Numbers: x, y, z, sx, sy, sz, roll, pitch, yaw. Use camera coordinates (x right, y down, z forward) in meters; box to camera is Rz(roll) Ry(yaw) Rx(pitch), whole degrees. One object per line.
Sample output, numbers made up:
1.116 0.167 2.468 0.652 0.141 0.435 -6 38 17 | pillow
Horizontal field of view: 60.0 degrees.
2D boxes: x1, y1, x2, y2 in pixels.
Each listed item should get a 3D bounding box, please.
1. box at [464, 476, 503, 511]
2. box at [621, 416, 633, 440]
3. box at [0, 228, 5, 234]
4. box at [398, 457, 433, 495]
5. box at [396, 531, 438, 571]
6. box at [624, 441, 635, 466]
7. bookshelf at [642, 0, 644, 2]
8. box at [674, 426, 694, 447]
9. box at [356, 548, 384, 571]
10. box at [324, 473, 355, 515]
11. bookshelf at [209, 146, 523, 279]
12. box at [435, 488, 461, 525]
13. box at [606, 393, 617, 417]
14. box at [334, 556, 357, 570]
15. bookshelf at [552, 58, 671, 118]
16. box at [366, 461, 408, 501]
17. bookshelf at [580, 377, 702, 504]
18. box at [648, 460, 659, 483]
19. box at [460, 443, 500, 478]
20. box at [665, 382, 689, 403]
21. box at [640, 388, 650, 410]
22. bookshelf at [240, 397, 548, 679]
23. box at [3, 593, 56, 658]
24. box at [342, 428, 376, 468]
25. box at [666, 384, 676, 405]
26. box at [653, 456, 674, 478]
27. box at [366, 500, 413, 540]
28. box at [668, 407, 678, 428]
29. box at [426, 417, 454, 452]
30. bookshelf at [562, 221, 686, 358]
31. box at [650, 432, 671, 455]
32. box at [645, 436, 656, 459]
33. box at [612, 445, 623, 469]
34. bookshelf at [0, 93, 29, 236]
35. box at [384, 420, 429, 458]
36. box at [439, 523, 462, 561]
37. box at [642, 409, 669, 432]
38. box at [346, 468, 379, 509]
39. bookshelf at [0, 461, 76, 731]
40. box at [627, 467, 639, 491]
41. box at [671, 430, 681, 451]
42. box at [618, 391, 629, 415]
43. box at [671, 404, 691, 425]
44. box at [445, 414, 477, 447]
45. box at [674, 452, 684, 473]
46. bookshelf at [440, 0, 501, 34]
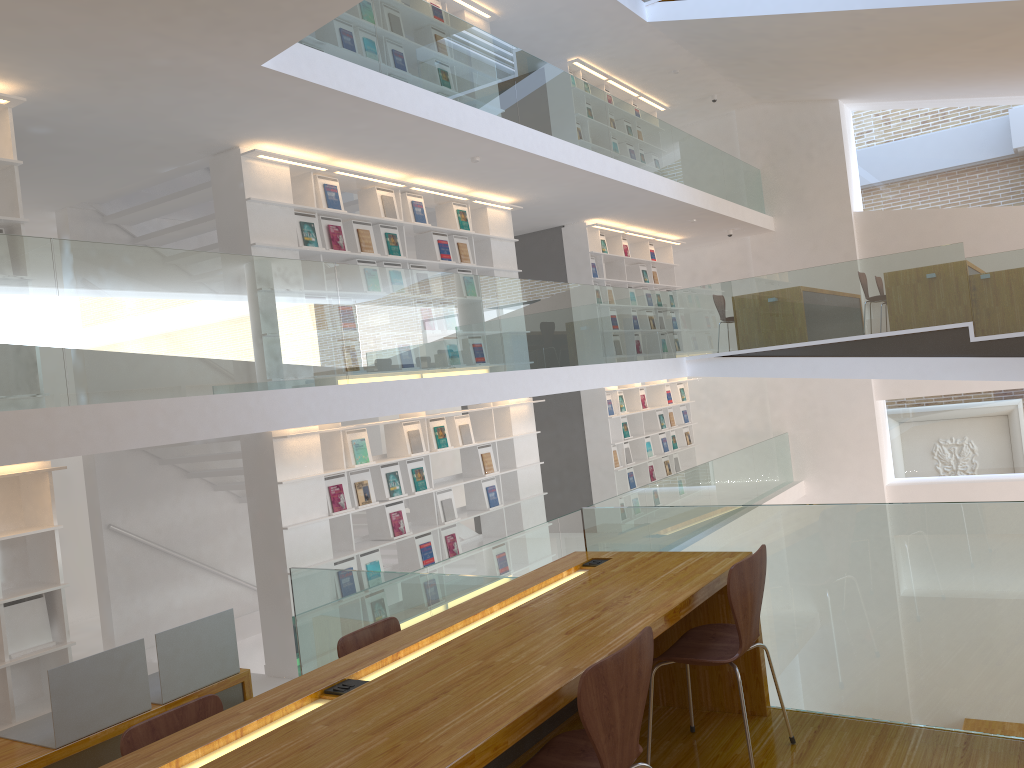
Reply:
-0.280 1.077 8.723 0.274 0.296 0.245 -7 0 32 | box
1.384 0.571 11.544 0.274 0.296 0.245 -7 0 32 | box
-2.980 -0.717 4.943 0.274 0.296 0.245 -7 0 32 | box
-0.897 0.810 7.806 0.274 0.296 0.245 -7 0 32 | box
-0.825 1.463 7.797 0.274 0.296 0.245 -7 0 32 | box
1.410 0.903 11.522 0.274 0.296 0.245 -7 0 32 | box
1.266 -5.222 12.311 0.498 1.836 2.984 -7 0 32 | bookshelf
2.548 0.786 13.327 0.274 0.296 0.245 -7 0 32 | box
-1.199 1.502 7.203 0.274 0.296 0.245 -7 0 32 | box
-1.433 0.864 6.955 0.274 0.296 0.245 -7 0 32 | box
-0.971 -0.909 8.006 0.498 1.836 3.666 -7 0 32 | bookshelf
-0.666 1.116 8.111 0.274 0.296 0.245 -7 0 32 | box
1.136 0.274 11.211 0.274 0.296 0.245 -7 0 32 | box
-1.357 1.518 6.953 0.274 0.296 0.245 -7 0 32 | box
1.495 -3.220 12.296 0.498 1.836 2.984 -7 0 32 | bookshelf
-1.082 0.822 7.514 0.274 0.296 0.245 -7 0 32 | box
1.962 0.861 12.266 0.498 1.836 2.984 -7 0 32 | bookshelf
1.812 1.193 12.098 0.274 0.296 0.245 -7 0 32 | box
-0.318 0.750 8.724 0.274 0.296 0.245 -7 0 32 | box
2.466 0.134 13.321 0.274 0.296 0.245 -7 0 32 | box
1.698 0.212 12.097 0.274 0.296 0.245 -7 0 32 | box
-0.779 1.143 8.018 0.397 1.836 3.666 -7 0 32 | bookshelf
-2.746 1.330 4.928 0.274 0.296 0.245 -7 0 32 | box
-1.309 0.521 7.214 0.274 0.296 0.245 -7 0 32 | box
2.186 0.164 12.877 0.274 0.296 0.245 -7 0 32 | box
2.113 1.162 12.576 0.274 0.296 0.245 -7 0 32 | box
-1.041 1.148 7.516 0.274 0.296 0.245 -7 0 32 | box
2.224 0.489 12.875 0.274 0.296 0.245 -7 0 32 | box
-0.732 0.462 8.129 0.274 0.296 0.245 -7 0 32 | box
1.727 -1.187 12.281 0.498 1.836 2.984 -7 0 32 | bookshelf
2.068 0.836 12.567 0.274 0.296 0.245 -7 0 32 | box
1.782 0.865 12.112 0.274 0.296 0.245 -7 0 32 | box
1.210 0.924 11.205 0.274 0.296 0.245 -7 0 32 | box
-3.612 -0.638 3.808 0.498 1.836 2.984 -7 0 32 | bookshelf
-0.931 0.483 7.814 0.274 0.296 0.245 -7 0 32 | box
-0.625 1.443 8.114 0.274 0.296 0.245 -7 0 32 | box
2.031 0.510 12.569 0.274 0.296 0.245 -7 0 32 | box
-1.282 0.850 7.218 0.274 0.296 0.245 -7 0 32 | box
-3.378 1.409 3.793 0.498 1.836 2.984 -7 0 32 | bookshelf
1.468 1.228 11.553 0.274 0.296 0.245 -7 0 32 | box
2.256 0.816 12.864 0.274 0.296 0.245 -7 0 32 | box
1.335 0.251 11.526 0.274 0.296 0.245 -7 0 32 | box
2.503 0.460 13.319 0.274 0.296 0.245 -7 0 32 | box
-2.154 2.362 5.534 0.498 3.764 7.125 -7 0 32 | box
2.304 1.142 12.878 0.274 0.296 0.245 -7 0 32 | box
-1.204 -2.943 8.021 0.498 1.836 3.666 -7 0 32 | bookshelf
